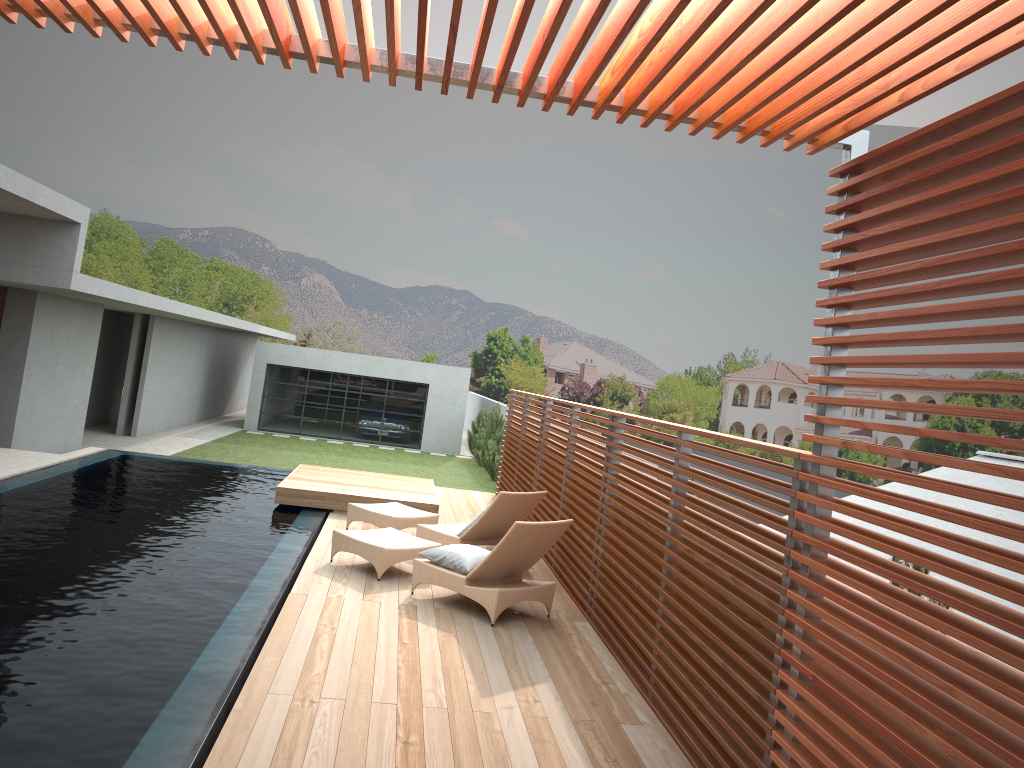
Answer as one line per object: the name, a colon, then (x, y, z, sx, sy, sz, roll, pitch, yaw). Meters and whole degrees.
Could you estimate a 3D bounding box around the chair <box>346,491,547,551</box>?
chair: (-0.755, 1.357, 9.431, 2.302, 0.832, 0.695, 7, -2, 42)

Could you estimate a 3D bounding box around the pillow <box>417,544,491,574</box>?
pillow: (-0.386, 1.471, 7.500, 0.596, 0.195, 0.591, 7, 0, 40)

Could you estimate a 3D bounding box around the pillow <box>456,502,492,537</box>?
pillow: (-0.177, 1.363, 8.924, 0.428, 0.430, 0.604, 5, -2, 41)

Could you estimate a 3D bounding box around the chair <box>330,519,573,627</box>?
chair: (-0.599, 1.385, 7.761, 2.302, 0.832, 0.695, 7, -2, 43)
